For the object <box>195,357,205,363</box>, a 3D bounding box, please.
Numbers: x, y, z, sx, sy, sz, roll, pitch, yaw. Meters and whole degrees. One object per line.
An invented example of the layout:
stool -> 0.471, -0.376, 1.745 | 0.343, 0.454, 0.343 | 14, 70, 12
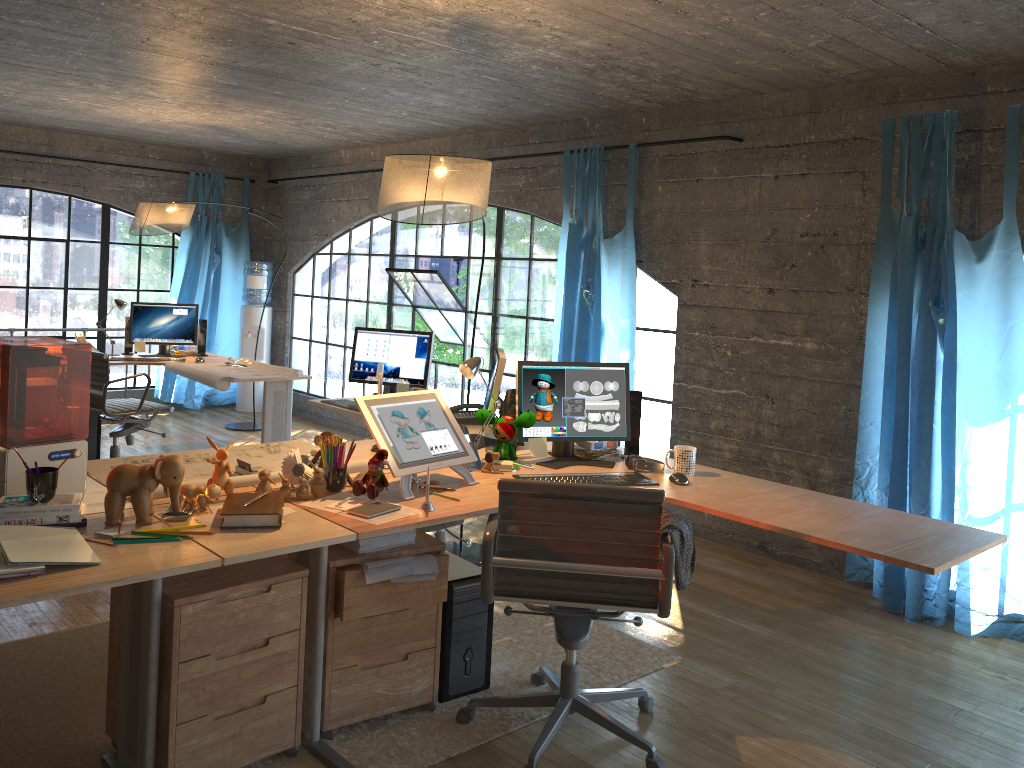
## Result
object -> -2.207, -0.172, 6.238 | 0.059, 0.034, 0.101 | 2, 6, -8

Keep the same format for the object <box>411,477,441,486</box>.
object -> -0.306, 0.324, 2.981 | 0.107, 0.024, 0.097 | -1, 8, -29

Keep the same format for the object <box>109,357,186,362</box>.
object -> -2.549, -0.172, 6.186 | 0.490, 0.011, 0.188 | 1, 7, -18

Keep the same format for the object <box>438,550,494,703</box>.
object -> -0.291, 0.841, 3.199 | 0.200, 0.410, 0.483 | 1, 5, -38

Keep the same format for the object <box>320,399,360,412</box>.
object -> -0.780, 0.115, 4.556 | 0.187, 0.011, 0.493 | -3, 9, -42

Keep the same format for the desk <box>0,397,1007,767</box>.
desk -> -0.883, 0.709, 2.721 | 3.471, 0.735, 3.278 | -3, 9, -43

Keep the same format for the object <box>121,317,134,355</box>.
object -> -2.823, -0.357, 6.494 | 0.085, 0.277, 0.085 | 3, 2, 1

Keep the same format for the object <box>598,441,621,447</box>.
object -> 0.558, 0.429, 5.343 | 0.580, 0.800, 0.492 | 0, 4, -38

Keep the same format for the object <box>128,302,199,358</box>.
object -> -2.570, -0.403, 6.519 | 0.469, 0.389, 0.287 | 1, 4, -18

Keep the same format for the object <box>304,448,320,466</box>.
object -> -0.715, 0.266, 3.127 | 0.054, 0.064, 0.160 | 4, 6, 14

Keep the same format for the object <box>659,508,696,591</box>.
object -> 0.387, 0.521, 2.726 | 0.367, 0.241, 0.301 | 3, 5, -2

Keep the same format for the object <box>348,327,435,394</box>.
object -> -0.666, -0.105, 4.855 | 0.470, 0.389, 0.286 | 4, 4, 17

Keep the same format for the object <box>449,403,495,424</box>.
object -> -0.306, 0.137, 4.286 | 0.411, 0.081, 0.281 | 2, 7, -11

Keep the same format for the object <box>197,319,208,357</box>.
object -> -2.321, -0.348, 6.633 | 0.085, 0.277, 0.085 | 1, 2, -41

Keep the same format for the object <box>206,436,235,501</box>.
object -> -0.878, 0.253, 2.651 | 0.084, 0.188, 0.094 | 2, 3, -19

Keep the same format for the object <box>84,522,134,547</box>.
object -> -1.007, 0.382, 2.258 | 0.128, 0.013, 0.143 | 5, 7, 20

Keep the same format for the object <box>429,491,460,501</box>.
object -> -0.221, 0.356, 2.816 | 0.148, 0.007, 0.008 | 9, 7, 40

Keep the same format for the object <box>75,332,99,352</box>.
object -> -3.042, -0.282, 6.254 | 0.191, 0.164, 0.169 | 6, 5, 32

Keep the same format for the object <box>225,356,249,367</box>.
object -> -1.902, -0.155, 6.102 | 0.159, 0.064, 0.054 | 4, 4, 14

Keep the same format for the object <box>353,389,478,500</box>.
object -> -0.329, 0.188, 2.958 | 0.287, 0.299, 0.396 | 6, 6, 38

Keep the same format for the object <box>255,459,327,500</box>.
object -> -0.670, 0.292, 2.693 | 0.215, 0.120, 0.074 | 0, 4, -24

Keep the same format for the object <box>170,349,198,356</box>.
object -> -2.467, -0.237, 6.648 | 0.204, 0.036, 0.205 | -4, 9, -44

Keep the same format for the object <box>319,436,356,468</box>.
object -> -0.567, 0.253, 2.808 | 0.105, 0.175, 0.100 | 5, 3, 33

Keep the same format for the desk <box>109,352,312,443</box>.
desk -> -3.157, 0.294, 5.195 | 3.510, 0.736, 1.645 | -3, 8, -42

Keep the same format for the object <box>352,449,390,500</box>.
object -> -0.431, 0.274, 2.724 | 0.104, 0.143, 0.105 | 4, 4, 21

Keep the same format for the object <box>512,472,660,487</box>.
object -> 0.262, 0.340, 3.136 | 0.490, 0.011, 0.188 | 1, 7, -18

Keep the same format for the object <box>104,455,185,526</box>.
object -> -0.999, 0.283, 2.406 | 0.198, 0.176, 0.130 | 1, 4, -19

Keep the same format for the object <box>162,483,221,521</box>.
object -> -0.902, 0.324, 2.504 | 0.144, 0.081, 0.182 | 2, 6, -13

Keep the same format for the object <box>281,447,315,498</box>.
object -> -0.673, 0.275, 2.774 | 0.099, 0.135, 0.155 | 2, 5, -8

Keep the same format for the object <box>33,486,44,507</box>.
object -> -1.207, 0.285, 2.251 | 0.025, 0.050, 0.017 | 1, 3, -33

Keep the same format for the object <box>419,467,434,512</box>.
object -> -0.253, 0.313, 2.652 | 0.045, 0.131, 0.046 | 5, 3, 42

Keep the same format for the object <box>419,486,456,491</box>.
object -> -0.244, 0.344, 2.900 | 0.126, 0.009, 0.012 | 4, 5, 10

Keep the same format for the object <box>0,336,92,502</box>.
object -> -1.390, 0.104, 2.533 | 0.271, 0.457, 0.222 | 5, 3, 37

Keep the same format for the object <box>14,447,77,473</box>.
object -> -1.211, 0.221, 2.267 | 0.152, 0.101, 0.076 | 2, 4, -13

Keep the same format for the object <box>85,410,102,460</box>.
object -> -3.048, 0.339, 6.190 | 0.200, 0.410, 0.483 | 1, 5, -38

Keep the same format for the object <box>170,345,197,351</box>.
object -> -2.480, -0.274, 6.664 | 0.152, 0.032, 0.145 | -2, 8, -38

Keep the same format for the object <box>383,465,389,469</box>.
object -> -0.435, 0.288, 3.229 | 0.138, 0.022, 0.110 | 0, 7, -23

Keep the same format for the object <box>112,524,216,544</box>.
object -> -0.894, 0.389, 2.272 | 0.249, 0.009, 0.110 | -1, 8, -31

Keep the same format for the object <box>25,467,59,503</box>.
object -> -1.219, 0.264, 2.289 | 0.077, 0.082, 0.077 | 5, 4, 26

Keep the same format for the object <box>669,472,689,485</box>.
object -> 0.604, 0.340, 3.188 | 0.059, 0.034, 0.101 | 2, 6, -8

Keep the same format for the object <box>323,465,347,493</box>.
object -> -0.565, 0.301, 2.811 | 0.077, 0.082, 0.077 | 1, 4, -24

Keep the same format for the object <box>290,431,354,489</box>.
object -> -0.605, 0.245, 2.877 | 0.224, 0.177, 0.094 | 2, 3, -15

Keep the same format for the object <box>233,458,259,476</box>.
object -> -0.877, 0.283, 2.947 | 0.049, 0.055, 0.131 | -1, 7, -42
